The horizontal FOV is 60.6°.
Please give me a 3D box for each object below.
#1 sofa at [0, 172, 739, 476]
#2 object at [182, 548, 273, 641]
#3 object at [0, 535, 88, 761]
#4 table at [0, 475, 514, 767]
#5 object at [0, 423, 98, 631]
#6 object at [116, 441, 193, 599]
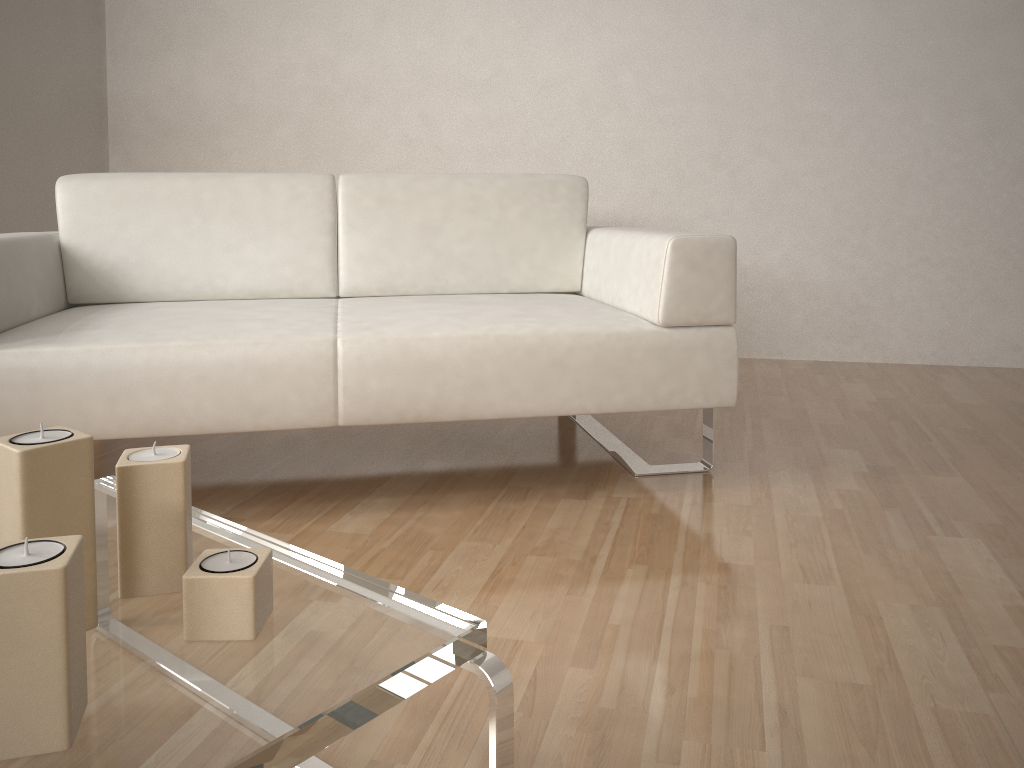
[{"bbox_3d":[-0.444,-0.179,2.234,1.782,0.731,0.921,-2,8,-11],"label":"sofa"},{"bbox_3d":[-0.267,0.191,0.828,0.067,0.073,0.068,0,7,-1],"label":"object"},{"bbox_3d":[-0.362,0.188,0.657,0.067,0.149,0.068,-1,4,-16],"label":"object"},{"bbox_3d":[-0.526,0.360,0.800,0.800,0.246,0.708,8,14,38],"label":"table"},{"bbox_3d":[-0.436,0.133,0.816,0.067,0.194,0.067,3,5,39],"label":"object"},{"bbox_3d":[-0.374,0.135,0.919,0.067,0.149,0.068,-1,4,-16],"label":"object"}]
